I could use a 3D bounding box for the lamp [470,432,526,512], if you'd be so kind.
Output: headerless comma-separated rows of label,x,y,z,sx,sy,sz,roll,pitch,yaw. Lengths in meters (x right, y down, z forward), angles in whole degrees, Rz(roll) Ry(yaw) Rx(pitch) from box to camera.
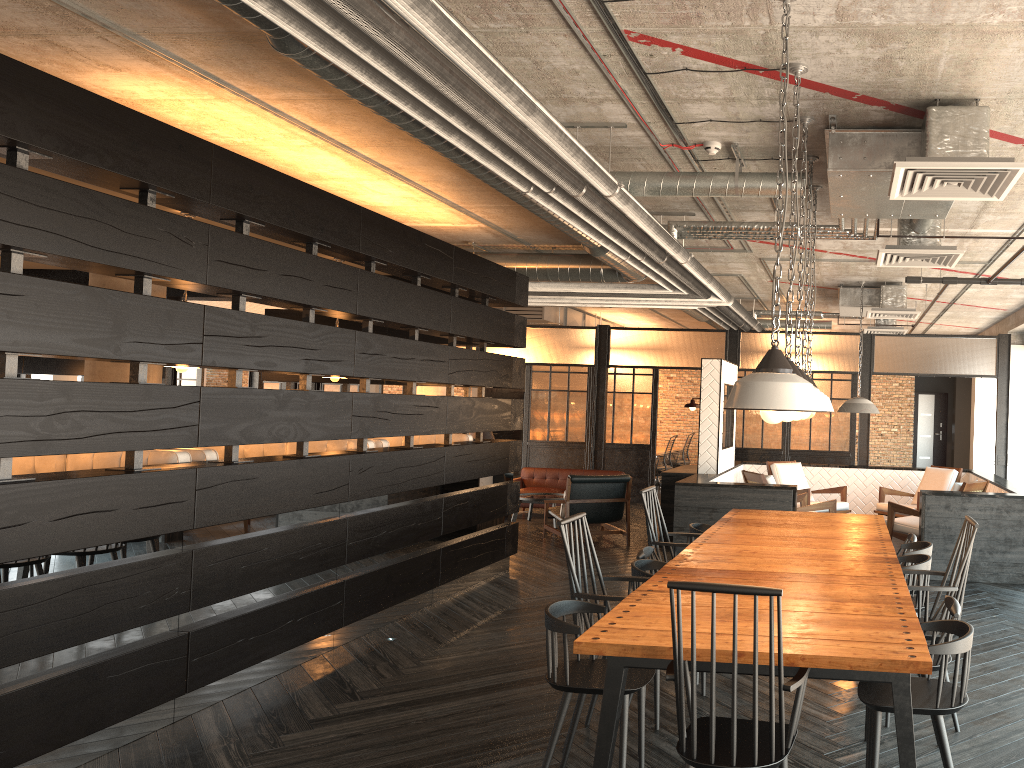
lamp,-0.250,1.217,11.844,0.958,1.178,0.476,3,-1,-28

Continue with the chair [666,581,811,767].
chair,0.729,1.124,2.715,0.425,1.032,0.531,2,-1,20

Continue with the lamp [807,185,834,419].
lamp,2.056,-0.630,5.700,0.318,1.737,0.414,1,-1,33

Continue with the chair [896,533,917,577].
chair,2.577,1.402,5.796,0.444,0.725,0.395,2,-1,13

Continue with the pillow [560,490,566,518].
pillow,0.890,1.336,9.317,0.766,0.334,0.222,2,-1,-25

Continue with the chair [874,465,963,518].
chair,5.098,1.489,10.382,1.073,0.907,0.622,3,-1,-28

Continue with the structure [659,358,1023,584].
structure,3.856,0.832,9.788,3.788,2.115,3.914,2,-1,14

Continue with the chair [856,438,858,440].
chair,6.326,1.571,16.101,0.667,1.063,0.732,2,-1,14

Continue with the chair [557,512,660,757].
chair,0.484,1.142,3.886,0.468,1.032,0.484,2,-1,14

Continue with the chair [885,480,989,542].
chair,4.451,1.433,8.727,0.836,0.907,0.795,3,-2,-41

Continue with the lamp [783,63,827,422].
lamp,1.252,-0.698,3.710,0.370,1.737,0.362,2,-1,3

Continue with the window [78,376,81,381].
window,-7.570,0.223,15.760,0.229,2.874,2.658,2,-1,22

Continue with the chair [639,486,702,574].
chair,1.081,1.192,5.362,0.468,1.032,0.484,2,-1,14

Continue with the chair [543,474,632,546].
chair,0.849,1.392,9.494,0.843,0.795,0.901,2,-1,-20

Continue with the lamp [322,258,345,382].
lamp,-1.435,-0.542,6.850,0.192,1.050,0.196,2,-1,6

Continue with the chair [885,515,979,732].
chair,2.127,1.202,4.296,0.468,1.032,0.484,2,-1,14

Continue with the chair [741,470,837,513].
chair,2.965,1.390,8.897,1.043,0.907,0.645,2,-1,-18

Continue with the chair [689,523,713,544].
chair,1.454,1.362,5.846,0.426,0.737,0.395,2,-1,13

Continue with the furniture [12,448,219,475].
furniture,-2.544,0.944,4.398,1.807,1.260,1.120,2,-1,10

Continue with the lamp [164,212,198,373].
lamp,-2.070,-0.595,5.281,0.176,1.050,0.211,2,-1,22

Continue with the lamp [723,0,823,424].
lamp,0.983,-0.721,3.046,0.422,1.737,0.310,3,-1,-35

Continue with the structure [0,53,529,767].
structure,-3.930,0.177,5.411,5.842,2.742,5.790,2,-1,14

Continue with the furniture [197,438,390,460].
furniture,-1.871,1.001,6.063,1.807,1.260,1.120,2,-1,10

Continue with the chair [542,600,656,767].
chair,0.348,1.275,3.382,0.426,0.737,0.395,2,-1,13

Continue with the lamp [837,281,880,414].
lamp,4.095,-0.432,9.779,0.464,1.545,0.555,2,-1,22

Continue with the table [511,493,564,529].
table,0.393,1.613,10.652,0.696,0.372,0.732,2,-1,9

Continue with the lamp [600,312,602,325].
lamp,2.134,-0.714,15.551,0.279,0.857,3.643,2,-1,22

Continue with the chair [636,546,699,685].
chair,0.961,1.331,4.873,0.444,0.725,0.395,2,-1,13

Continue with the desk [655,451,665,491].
desk,2.144,1.584,14.767,0.754,0.720,1.752,2,-1,19

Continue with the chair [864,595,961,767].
chair,1.795,1.334,3.788,0.444,0.725,0.395,2,-1,13

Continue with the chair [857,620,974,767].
chair,1.577,1.311,3.271,0.426,0.737,0.395,2,-1,13

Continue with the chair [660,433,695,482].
chair,3.227,1.480,16.381,0.667,1.063,0.732,2,-1,14

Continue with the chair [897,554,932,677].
chair,2.208,1.364,4.844,0.426,0.737,0.395,2,-1,13

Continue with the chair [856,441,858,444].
chair,5.661,1.515,14.455,0.667,1.063,0.732,2,-1,14

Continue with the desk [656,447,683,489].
desk,2.802,1.639,16.394,0.754,0.720,1.752,2,-1,19

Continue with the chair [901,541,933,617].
chair,2.467,1.383,5.344,0.426,0.737,0.395,2,-1,13

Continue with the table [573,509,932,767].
table,1.488,1.307,4.489,1.116,0.791,4.001,1,-1,21

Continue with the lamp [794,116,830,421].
lamp,1.520,-0.676,4.373,0.327,1.737,0.405,2,-1,26

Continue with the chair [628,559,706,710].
chair,0.837,1.311,4.373,0.426,0.737,0.395,2,-1,13

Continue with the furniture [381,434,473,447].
furniture,-1.341,1.046,7.376,1.813,1.260,0.614,2,-1,7

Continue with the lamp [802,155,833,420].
lamp,1.788,-0.653,5.037,0.318,1.737,0.414,1,-1,33

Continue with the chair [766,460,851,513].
chair,3.672,1.445,10.419,0.835,0.907,0.797,3,-2,-36

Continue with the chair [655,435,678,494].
chair,2.562,1.424,14.735,0.667,1.063,0.732,2,-1,14

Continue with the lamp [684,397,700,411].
lamp,2.099,0.224,9.597,0.255,0.171,0.172,2,-1,-21

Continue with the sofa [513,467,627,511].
sofa,0.760,1.514,11.584,1.560,0.637,0.700,2,-1,8
